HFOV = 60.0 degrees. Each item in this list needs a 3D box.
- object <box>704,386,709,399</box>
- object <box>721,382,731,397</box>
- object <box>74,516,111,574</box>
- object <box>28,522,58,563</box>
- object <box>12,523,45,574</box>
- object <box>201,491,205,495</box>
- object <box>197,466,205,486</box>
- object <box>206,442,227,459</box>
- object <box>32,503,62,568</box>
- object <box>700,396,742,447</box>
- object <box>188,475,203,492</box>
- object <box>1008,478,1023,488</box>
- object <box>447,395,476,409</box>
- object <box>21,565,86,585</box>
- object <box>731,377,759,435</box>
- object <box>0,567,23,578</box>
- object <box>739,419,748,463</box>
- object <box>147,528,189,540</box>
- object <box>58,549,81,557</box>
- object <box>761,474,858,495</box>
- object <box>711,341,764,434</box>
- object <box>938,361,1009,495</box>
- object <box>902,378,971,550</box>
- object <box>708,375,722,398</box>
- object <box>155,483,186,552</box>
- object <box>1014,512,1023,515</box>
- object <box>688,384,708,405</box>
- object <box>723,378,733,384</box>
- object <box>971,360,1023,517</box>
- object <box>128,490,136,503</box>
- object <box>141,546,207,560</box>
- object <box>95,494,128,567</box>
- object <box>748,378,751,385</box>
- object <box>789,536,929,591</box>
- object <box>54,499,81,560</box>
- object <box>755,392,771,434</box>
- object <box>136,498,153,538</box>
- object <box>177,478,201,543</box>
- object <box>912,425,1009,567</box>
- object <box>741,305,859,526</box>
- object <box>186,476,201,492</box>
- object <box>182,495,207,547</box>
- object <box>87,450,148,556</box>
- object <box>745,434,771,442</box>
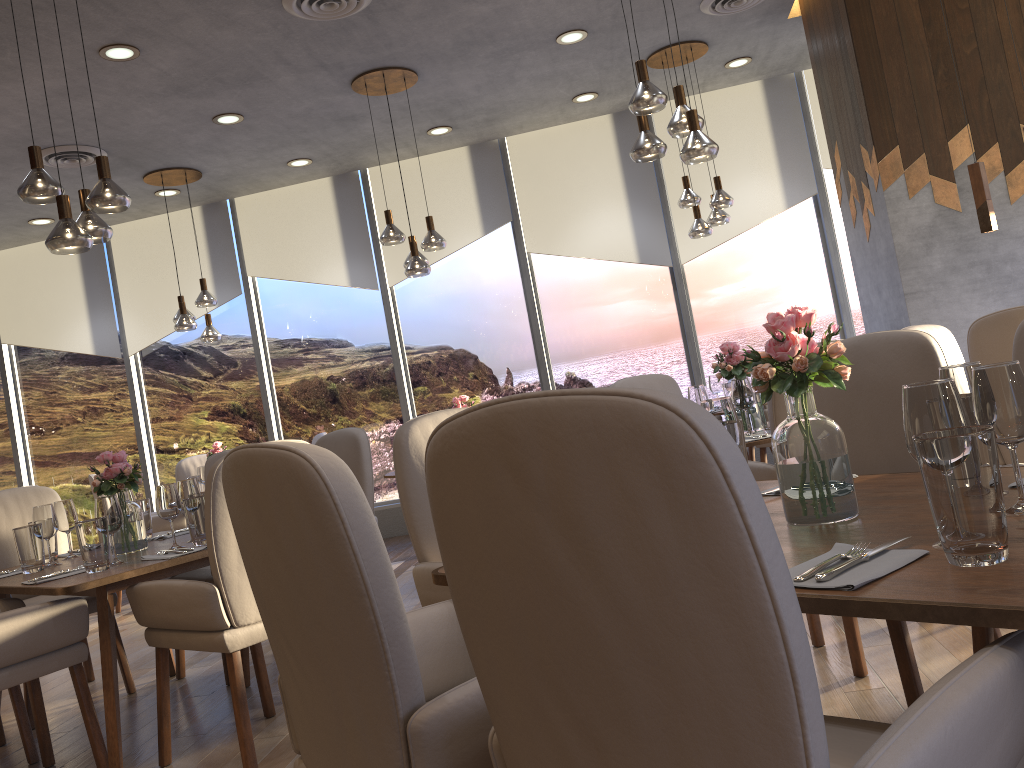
[{"bbox_3d":[1.356,0.108,6.322,0.102,0.178,0.102,-11,-3,26],"label":"object"},{"bbox_3d":[1.474,0.081,5.952,0.102,0.178,0.102,-9,-2,-19],"label":"object"},{"bbox_3d":[-1.428,0.552,3.032,0.102,0.178,0.102,-11,-2,9],"label":"object"},{"bbox_3d":[-1.965,0.661,3.728,0.102,0.178,0.102,-8,-3,-40],"label":"object"},{"bbox_3d":[-1.851,0.635,3.408,0.102,0.178,0.102,-9,-3,-31],"label":"object"},{"bbox_3d":[-1.251,0.530,3.605,0.102,0.178,0.102,-9,-3,-32],"label":"object"},{"bbox_3d":[-2.339,0.749,6.745,0.092,0.245,0.092,-13,-3,43],"label":"object"},{"bbox_3d":[-2.261,0.650,6.876,0.197,0.416,0.210,-10,-2,6],"label":"object"},{"bbox_3d":[-1.845,0.602,3.518,0.092,0.245,0.092,-10,-3,0],"label":"object"},{"bbox_3d":[0.501,0.155,2.086,0.092,0.245,0.092,-11,-3,8],"label":"object"},{"bbox_3d":[-2.487,0.813,6.991,0.102,0.178,0.102,-12,-3,39],"label":"object"},{"bbox_3d":[1.035,0.166,1.650,0.255,0.019,0.157,-9,-1,-39],"label":"object"},{"bbox_3d":[-0.305,0.278,5.707,0.210,0.416,0.197,-9,-3,-19],"label":"object"},{"bbox_3d":[-1.561,0.659,3.099,0.157,0.019,0.255,-11,-1,43],"label":"object"},{"bbox_3d":[0.991,0.098,3.773,0.092,0.245,0.092,-8,-3,-36],"label":"object"},{"bbox_3d":[-1.985,0.741,3.475,0.157,0.019,0.255,-11,-1,43],"label":"object"},{"bbox_3d":[0.534,0.184,2.191,0.102,0.178,0.102,-9,-3,-33],"label":"object"},{"bbox_3d":[-1.506,0.662,3.914,0.157,0.019,0.255,-11,-1,41],"label":"object"},{"bbox_3d":[-1.877,0.729,3.873,0.254,0.019,0.158,-11,-1,44],"label":"object"},{"bbox_3d":[0.684,0.237,2.095,0.255,0.019,0.157,-9,-1,-39],"label":"object"},{"bbox_3d":[1.008,0.011,3.959,0.210,0.416,0.197,-9,-3,-34],"label":"object"},{"bbox_3d":[0.852,0.084,1.641,0.092,0.245,0.092,-10,-3,-14],"label":"object"},{"bbox_3d":[0.641,0.117,1.316,0.092,0.245,0.092,-10,-3,4],"label":"object"},{"bbox_3d":[1.449,0.057,6.282,0.092,0.245,0.092,-10,-3,-11],"label":"object"},{"bbox_3d":[-1.272,0.495,3.303,0.092,0.245,0.092,-9,-3,-26],"label":"object"},{"bbox_3d":[0.854,0.192,1.280,0.158,0.019,0.254,-9,-1,-41],"label":"object"},{"bbox_3d":[0.848,0.128,3.984,0.092,0.245,0.092,-10,-3,2],"label":"object"},{"bbox_3d":[1.502,0.044,6.058,0.092,0.245,0.092,-10,-3,-10],"label":"object"},{"bbox_3d":[0.815,0.088,1.449,0.092,0.245,0.092,-12,-3,29],"label":"object"},{"bbox_3d":[-1.685,0.579,3.878,0.092,0.245,0.092,-11,-3,22],"label":"object"},{"bbox_3d":[-1.206,0.595,3.139,0.254,0.019,0.158,-11,-1,39],"label":"object"},{"bbox_3d":[-1.422,0.520,3.143,0.092,0.245,0.092,-10,-3,-5],"label":"object"},{"bbox_3d":[1.689,0.050,6.434,0.102,0.178,0.102,-11,-2,19],"label":"object"},{"bbox_3d":[0.498,0.257,1.300,0.255,0.019,0.157,-9,-1,-38],"label":"object"},{"bbox_3d":[-1.864,0.609,3.717,0.092,0.245,0.092,-11,-3,24],"label":"object"},{"bbox_3d":[1.082,0.114,3.705,0.102,0.178,0.102,-10,-2,0],"label":"object"},{"bbox_3d":[-1.670,0.612,3.985,0.102,0.178,0.102,-9,-3,-32],"label":"object"},{"bbox_3d":[-1.266,0.498,3.498,0.092,0.245,0.092,-9,-3,-29],"label":"object"},{"bbox_3d":[0.618,0.153,1.209,0.102,0.178,0.102,-10,-2,-12],"label":"object"},{"bbox_3d":[0.563,0.054,1.690,0.210,0.416,0.197,-10,-3,-14],"label":"object"},{"bbox_3d":[-2.382,0.788,6.645,0.102,0.178,0.102,-9,-3,-31],"label":"object"},{"bbox_3d":[-1.159,0.508,3.297,0.102,0.178,0.102,-9,-3,-35],"label":"object"},{"bbox_3d":[-1.560,0.468,3.532,0.210,0.416,0.197,-9,-3,-34],"label":"object"},{"bbox_3d":[0.959,0.216,3.609,0.157,0.019,0.254,-10,-1,-16],"label":"object"}]
